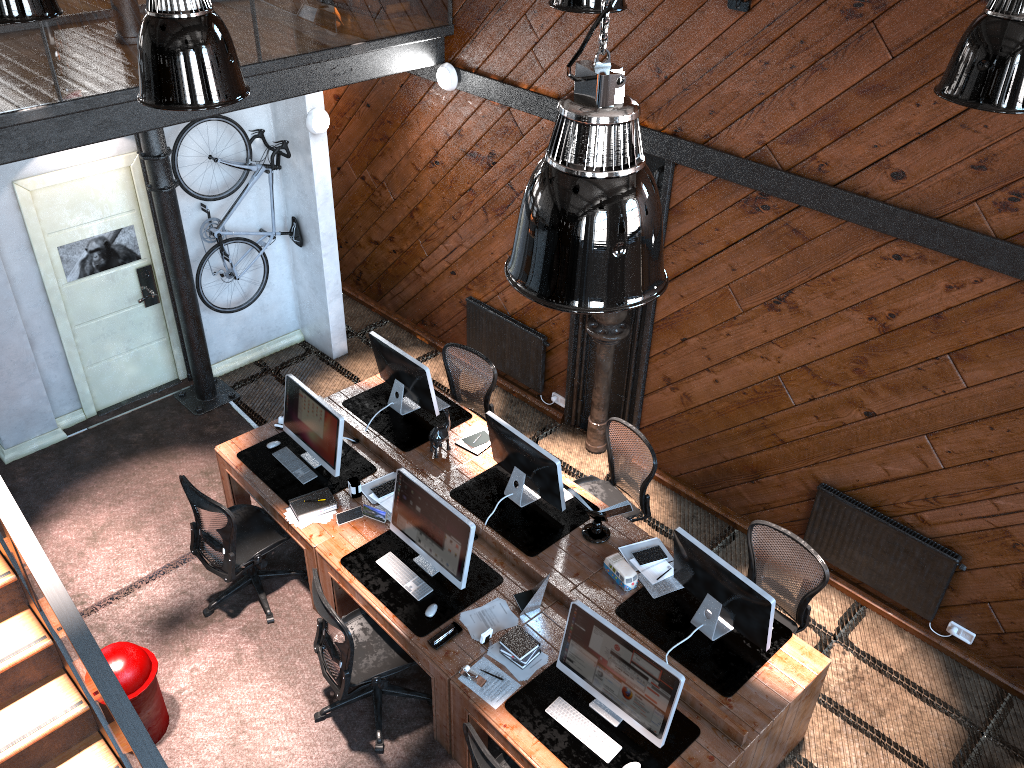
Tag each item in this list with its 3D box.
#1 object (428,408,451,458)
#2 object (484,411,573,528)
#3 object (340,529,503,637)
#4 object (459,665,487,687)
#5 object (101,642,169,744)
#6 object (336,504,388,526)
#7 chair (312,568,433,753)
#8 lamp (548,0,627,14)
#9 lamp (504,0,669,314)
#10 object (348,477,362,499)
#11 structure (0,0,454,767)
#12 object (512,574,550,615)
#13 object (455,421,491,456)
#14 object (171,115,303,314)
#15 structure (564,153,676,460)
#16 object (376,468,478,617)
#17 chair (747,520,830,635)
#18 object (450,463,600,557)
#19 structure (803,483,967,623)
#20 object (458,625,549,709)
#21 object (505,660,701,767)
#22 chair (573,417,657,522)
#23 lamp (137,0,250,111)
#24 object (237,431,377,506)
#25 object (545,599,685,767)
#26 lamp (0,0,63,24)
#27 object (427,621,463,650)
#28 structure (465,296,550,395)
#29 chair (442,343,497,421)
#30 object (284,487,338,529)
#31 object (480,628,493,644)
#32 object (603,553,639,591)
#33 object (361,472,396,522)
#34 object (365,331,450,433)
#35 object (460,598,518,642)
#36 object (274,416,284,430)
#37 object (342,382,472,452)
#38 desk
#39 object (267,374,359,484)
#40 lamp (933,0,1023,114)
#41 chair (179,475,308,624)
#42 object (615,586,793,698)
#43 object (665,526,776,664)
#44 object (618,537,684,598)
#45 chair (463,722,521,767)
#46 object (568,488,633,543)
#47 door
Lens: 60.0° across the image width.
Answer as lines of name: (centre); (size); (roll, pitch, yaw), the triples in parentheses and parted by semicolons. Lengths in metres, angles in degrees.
object: (-0.518, 0.341, 6.539); (0.135, 0.351, 0.229); (29, 43, 33)
object: (0.123, 0.550, 6.089); (0.642, 0.578, 0.772); (2, 35, 0)
object: (-0.576, 1.181, 5.622); (0.687, 0.008, 0.848); (-27, 44, -35)
object: (-0.218, 1.620, 4.953); (0.159, 0.064, 0.054); (21, 39, 26)
object: (-2.295, 1.838, 5.281); (0.414, 0.707, 0.414); (2, 35, 0)
object: (-1.012, 0.872, 5.981); (0.347, 0.083, 0.129); (-2, 35, -6)
chair: (-0.886, 1.559, 5.433); (0.770, 1.085, 0.792); (30, 43, 34)
lamp: (0.456, -3.115, 4.336); (0.445, 2.372, 0.445); (-3, 35, -7)
lamp: (0.234, -1.281, 1.790); (0.445, 2.372, 0.445); (-12, 37, -19)
object: (-1.094, 0.715, 6.168); (0.078, 0.138, 0.099); (-16, 38, -23)
structure: (-3.335, 0.708, 4.589); (10.620, 4.603, 5.793); (-29, 45, -36)
object: (0.104, 1.227, 5.310); (0.165, 0.320, 0.178); (-21, 41, -30)
object: (-0.247, 0.403, 6.715); (0.229, 0.060, 0.316); (25, 41, 30)
object: (-2.366, -1.511, 7.901); (0.655, 1.846, 1.022); (13, 36, 16)
structure: (0.737, -0.635, 7.236); (0.500, 2.745, 1.003); (-24, 42, -32)
object: (-0.539, 0.970, 5.451); (0.654, 0.576, 0.735); (3, 35, 2)
chair: (1.570, 1.487, 5.642); (0.770, 1.085, 0.792); (22, 40, 27)
object: (0.084, 0.819, 6.174); (0.687, 0.008, 0.848); (-27, 44, -35)
structure: (2.552, 1.185, 6.180); (0.073, 0.628, 1.064); (-29, 45, -36)
object: (-0.043, 1.566, 5.008); (0.319, 0.098, 0.478); (29, 43, 34)
object: (0.482, 1.798, 4.776); (0.687, 0.008, 0.848); (-27, 44, -35)
chair: (0.686, 0.862, 6.507); (0.770, 1.085, 0.792); (30, 43, 34)
lamp: (-1.295, -2.182, 3.027); (0.445, 2.372, 0.445); (5, 35, 5)
object: (-1.500, 0.569, 6.466); (0.687, 0.008, 0.848); (-27, 44, -35)
object: (0.571, 1.530, 4.687); (0.714, 0.573, 0.610); (30, 43, 34)
lamp: (-2.629, -2.962, 4.097); (0.445, 2.372, 0.445); (29, 43, 33)
object: (-0.391, 1.471, 5.191); (0.215, 0.031, 0.089); (-29, 45, -36)
structure: (-0.054, -0.352, 8.290); (0.073, 0.628, 1.064); (-29, 45, -36)
chair: (-0.462, 0.283, 7.294); (0.770, 1.085, 0.792); (15, 37, 19)
object: (-1.371, 0.838, 6.031); (0.363, 0.065, 0.325); (-11, 37, -17)
object: (-0.150, 1.467, 5.148); (0.076, 0.102, 0.034); (-28, 44, -36)
object: (0.691, 1.184, 5.598); (0.128, 0.146, 0.253); (-18, 39, -26)
object: (-0.830, 0.779, 6.168); (0.304, 0.017, 0.467); (-23, 41, -31)
object: (-0.809, -0.048, 6.911); (0.648, 0.576, 0.799); (2, 35, 0)
object: (-0.137, 1.409, 5.316); (0.315, 0.002, 0.246); (-17, 39, -25)
object: (-1.764, 0.300, 6.795); (0.082, 0.063, 0.106); (10, 36, 12)
object: (-0.833, 0.203, 7.023); (0.687, 0.008, 0.848); (-27, 44, -35)
desk: (-0.188, 1.302, 6.048); (1.748, 0.840, 4.117); (-27, 44, -35)
object: (-1.476, 0.326, 6.345); (0.692, 0.581, 0.586); (3, 35, 2)
lamp: (2.045, -2.181, 3.057); (0.445, 2.372, 0.445); (-19, 40, -27)
chair: (-1.896, 1.017, 6.172); (0.770, 1.085, 0.792); (15, 37, 19)
object: (1.149, 1.432, 5.334); (0.687, 0.008, 0.848); (-27, 44, -35)
object: (1.232, 1.225, 5.160); (0.663, 0.578, 0.811); (7, 35, 8)
object: (0.918, 1.165, 5.686); (0.304, 0.017, 0.467); (-12, 37, -19)
chair: (0.070, 2.128, 4.652); (0.770, 1.085, 0.792); (22, 40, 27)
object: (0.568, 0.840, 5.828); (0.417, 0.380, 0.304); (12, 36, 14)
door: (-3.486, -0.810, 7.703); (1.013, 2.268, 0.064); (-29, 45, -36)
